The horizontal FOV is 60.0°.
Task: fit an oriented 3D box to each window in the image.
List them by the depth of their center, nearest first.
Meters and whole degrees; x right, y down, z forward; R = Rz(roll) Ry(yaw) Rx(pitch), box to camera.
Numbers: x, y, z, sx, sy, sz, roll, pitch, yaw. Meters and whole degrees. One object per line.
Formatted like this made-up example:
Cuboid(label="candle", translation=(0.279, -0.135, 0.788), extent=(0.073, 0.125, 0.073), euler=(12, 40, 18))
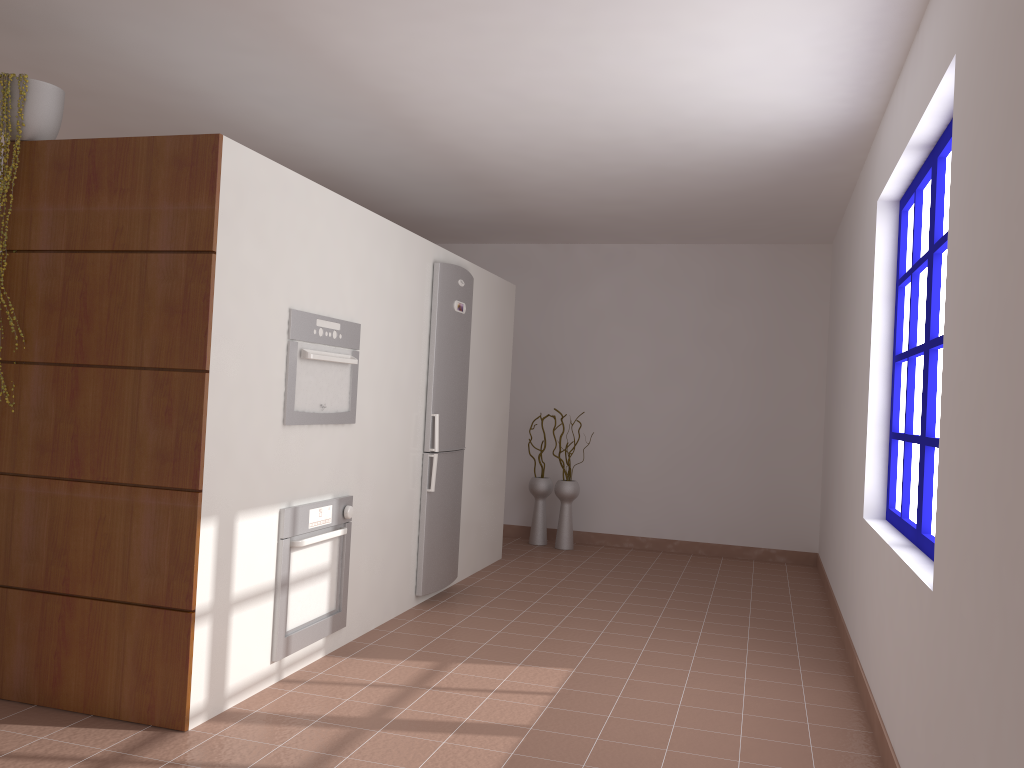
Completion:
Cuboid(label="window", translation=(1.490, -0.134, 3.153), extent=(0.035, 1.430, 1.699), euler=(3, -1, 16))

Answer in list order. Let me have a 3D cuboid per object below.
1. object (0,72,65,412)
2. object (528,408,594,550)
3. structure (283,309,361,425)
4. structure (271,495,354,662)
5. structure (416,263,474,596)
Cuboid(label="object", translation=(-1.837, -0.442, 3.239), extent=(0.297, 1.344, 0.279), euler=(3, -1, -25))
Cuboid(label="object", translation=(0.408, 0.753, 7.066), extent=(0.655, 1.112, 0.284), euler=(2, -1, 35))
Cuboid(label="structure", translation=(-0.768, -0.055, 3.739), extent=(0.056, 0.454, 0.614), euler=(3, -1, 16))
Cuboid(label="structure", translation=(-0.816, 0.792, 3.727), extent=(0.058, 0.592, 0.596), euler=(3, -1, 16))
Cuboid(label="structure", translation=(-0.365, 0.248, 5.156), extent=(0.089, 1.862, 0.604), euler=(3, -1, 16))
